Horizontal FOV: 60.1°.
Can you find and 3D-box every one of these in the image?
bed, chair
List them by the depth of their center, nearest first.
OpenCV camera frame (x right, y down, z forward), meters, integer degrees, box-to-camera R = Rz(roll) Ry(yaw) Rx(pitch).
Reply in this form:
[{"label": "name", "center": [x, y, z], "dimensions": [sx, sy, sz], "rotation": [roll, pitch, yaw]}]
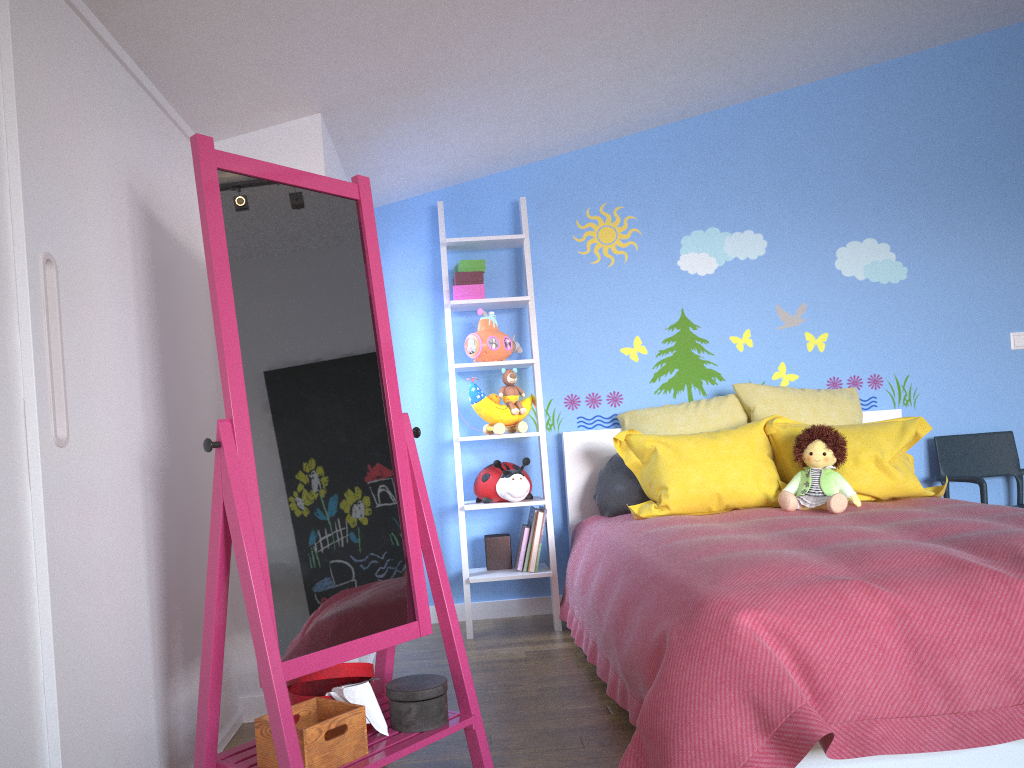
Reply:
[{"label": "bed", "center": [1.104, 0.502, 2.850], "dimensions": [1.925, 0.811, 2.321], "rotation": [-4, -3, -4]}, {"label": "chair", "center": [2.160, 0.552, 3.885], "dimensions": [0.512, 0.674, 0.417], "rotation": [-4, -1, -8]}]

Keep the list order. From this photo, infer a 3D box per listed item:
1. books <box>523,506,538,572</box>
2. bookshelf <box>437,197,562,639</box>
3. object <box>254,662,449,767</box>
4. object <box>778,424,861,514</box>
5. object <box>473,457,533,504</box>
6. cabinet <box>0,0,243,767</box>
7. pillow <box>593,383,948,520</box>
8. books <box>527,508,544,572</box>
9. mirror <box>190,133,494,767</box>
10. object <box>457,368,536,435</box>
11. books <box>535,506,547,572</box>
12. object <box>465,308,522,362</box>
[{"label": "books", "center": [0.070, 0.653, 3.751], "dimensions": [0.078, 0.253, 0.209], "rotation": [-4, -1, -4]}, {"label": "bookshelf", "center": [-0.063, 0.108, 3.773], "dimensions": [0.391, 1.851, 0.381], "rotation": [-4, 0, -4]}, {"label": "object", "center": [-0.404, 0.716, 2.012], "dimensions": [0.369, 0.159, 0.444], "rotation": [-6, -4, 42]}, {"label": "object", "center": [1.112, 0.316, 3.237], "dimensions": [0.286, 0.342, 0.251], "rotation": [-5, -1, 30]}, {"label": "object", "center": [-0.042, 0.407, 3.740], "dimensions": [0.253, 0.183, 0.322], "rotation": [-4, -2, 3]}, {"label": "cabinet", "center": [-0.757, 0.026, 0.590], "dimensions": [0.053, 1.762, 4.239], "rotation": [-4, -3, -4]}, {"label": "pillow", "center": [1.011, 0.249, 3.630], "dimensions": [1.344, 0.531, 0.680], "rotation": [-4, -2, -3]}, {"label": "books", "center": [0.093, 0.652, 3.712], "dimensions": [0.080, 0.248, 0.197], "rotation": [-4, -1, -4]}, {"label": "mirror", "center": [-0.414, 0.221, 1.991], "dimensions": [0.418, 1.488, 0.609], "rotation": [-4, 0, 37]}, {"label": "object", "center": [-0.036, 0.072, 3.733], "dimensions": [0.371, 0.281, 0.154], "rotation": [-3, -1, -32]}, {"label": "books", "center": [1.814, 3.880, 5.868], "dimensions": [0.361, 6.706, 5.386], "rotation": [-4, -1, 37]}, {"label": "object", "center": [-0.076, -0.205, 3.796], "dimensions": [0.295, 0.234, 0.158], "rotation": [-3, -1, -34]}]
